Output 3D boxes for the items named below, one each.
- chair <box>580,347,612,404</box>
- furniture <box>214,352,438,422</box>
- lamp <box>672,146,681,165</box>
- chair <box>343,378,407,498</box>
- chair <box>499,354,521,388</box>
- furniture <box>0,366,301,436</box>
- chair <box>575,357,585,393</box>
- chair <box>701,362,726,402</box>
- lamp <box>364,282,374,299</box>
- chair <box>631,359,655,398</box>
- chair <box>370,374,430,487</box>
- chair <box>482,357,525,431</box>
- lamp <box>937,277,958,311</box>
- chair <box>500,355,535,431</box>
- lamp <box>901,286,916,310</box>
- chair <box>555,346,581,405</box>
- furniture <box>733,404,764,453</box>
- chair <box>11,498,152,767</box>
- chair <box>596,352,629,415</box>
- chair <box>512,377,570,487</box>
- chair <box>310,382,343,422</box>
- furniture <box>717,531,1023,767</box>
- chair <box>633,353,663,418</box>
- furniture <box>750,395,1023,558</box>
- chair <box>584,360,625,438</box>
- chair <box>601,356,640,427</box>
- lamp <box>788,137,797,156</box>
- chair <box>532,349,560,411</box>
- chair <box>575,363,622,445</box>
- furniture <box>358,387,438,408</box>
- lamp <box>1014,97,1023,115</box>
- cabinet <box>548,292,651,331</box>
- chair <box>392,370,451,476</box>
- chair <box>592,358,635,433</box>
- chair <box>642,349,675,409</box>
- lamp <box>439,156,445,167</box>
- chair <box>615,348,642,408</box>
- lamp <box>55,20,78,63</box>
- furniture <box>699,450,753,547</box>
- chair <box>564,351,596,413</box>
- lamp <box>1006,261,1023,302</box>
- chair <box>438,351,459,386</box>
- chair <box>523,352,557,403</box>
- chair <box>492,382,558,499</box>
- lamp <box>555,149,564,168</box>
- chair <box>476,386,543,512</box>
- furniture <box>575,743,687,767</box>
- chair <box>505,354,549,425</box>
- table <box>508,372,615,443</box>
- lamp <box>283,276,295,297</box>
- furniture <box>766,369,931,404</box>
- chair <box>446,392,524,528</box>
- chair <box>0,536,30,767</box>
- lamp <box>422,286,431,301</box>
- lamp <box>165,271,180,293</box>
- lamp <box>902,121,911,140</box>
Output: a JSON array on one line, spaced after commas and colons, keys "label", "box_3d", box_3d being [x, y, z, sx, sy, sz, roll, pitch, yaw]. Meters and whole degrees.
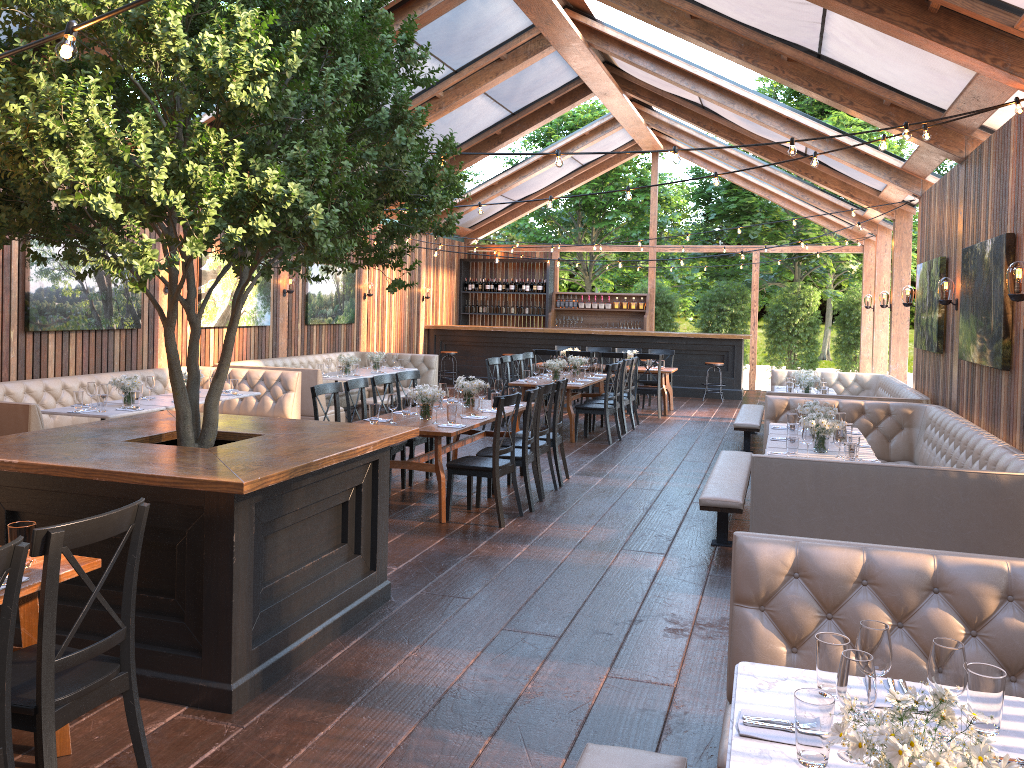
[{"label": "chair", "box_3d": [1.511, -0.143, 15.901, 0.478, 1.018, 0.540, 2, 2, 17]}, {"label": "furniture", "box_3d": [-2.687, 0.041, 13.536, 1.710, 0.857, 4.168, 3, 5, 17]}, {"label": "lamp", "box_3d": [1.070, -1.484, 5.736, 0.056, 0.120, 0.056, 1, 2, -17]}, {"label": "chair", "box_3d": [-1.261, 0.475, 8.089, 0.540, 1.018, 0.478, 2, 2, 12]}, {"label": "chair", "box_3d": [-0.030, -0.247, 18.263, 0.468, 0.734, 0.469, 1, 2, 0]}, {"label": "furniture", "box_3d": [-4.018, 0.388, 9.213, 1.710, 0.857, 4.168, 3, 5, 17]}, {"label": "chair", "box_3d": [1.277, -0.179, 17.862, 0.468, 0.734, 0.469, 1, 2, -8]}, {"label": "chair", "box_3d": [3.891, -0.044, 17.058, 0.468, 0.734, 0.469, 2, 2, 4]}, {"label": "lamp", "box_3d": [-2.635, -1.721, 16.322, 0.178, 0.319, 0.146, 2, 2, 17]}, {"label": "chair", "box_3d": [2.584, -0.112, 17.460, 0.469, 0.734, 0.468, 3, 3, 41]}, {"label": "chair", "box_3d": [-1.096, 0.432, 8.624, 0.540, 1.018, 0.478, 2, 2, 17]}, {"label": "chair", "box_3d": [-0.091, 0.170, 11.889, 0.540, 1.018, 0.478, 2, 2, 17]}, {"label": "lamp", "box_3d": [4.177, -0.866, 8.490, 0.178, 0.319, 0.146, 2, 2, 17]}, {"label": "chair", "box_3d": [0.074, 0.127, 12.425, 0.540, 1.018, 0.478, 2, 2, 12]}, {"label": "lamp", "box_3d": [4.982, -1.076, 11.103, 0.178, 0.319, 0.146, 2, 2, 17]}, {"label": "chair", "box_3d": [0.976, -0.171, 16.065, 0.477, 1.018, 0.540, 2, 2, 12]}, {"label": "furniture", "box_3d": [3.155, 0.573, 11.737, 0.313, 0.398, 2.334, 2, 5, 17]}, {"label": "chair", "box_3d": [-1.549, 0.918, 2.955, 0.540, 1.018, 0.478, 2, 2, 17]}, {"label": "chair", "box_3d": [1.675, -0.019, 14.531, 0.478, 1.018, 0.540, 2, 2, 17]}, {"label": "chair", "box_3d": [0.290, 0.452, 8.784, 0.540, 1.018, 0.478, 2, 2, 12]}, {"label": "chair", "box_3d": [-1.426, 0.518, 7.553, 0.540, 1.018, 0.478, 2, 2, 17]}, {"label": "furniture", "box_3d": [1.079, 1.207, 1.312, 1.710, 0.857, 4.168, 3, 5, 17]}, {"label": "chair", "box_3d": [2.210, 0.008, 14.367, 0.477, 1.018, 0.540, 2, 2, 12]}, {"label": "furniture", "box_3d": [2.860, 0.743, 7.094, 1.710, 0.857, 4.168, 3, 5, 17]}, {"label": "chair", "box_3d": [1.264, 0.187, 12.073, 0.540, 1.018, 0.478, 2, 2, 14]}, {"label": "chair", "box_3d": [1.608, 0.103, 13.125, 0.540, 1.018, 0.478, 2, 2, 17]}, {"label": "lamp", "box_3d": [1.828, -1.547, 5.772, 0.062, 0.119, 0.056, 0, 2, -31]}, {"label": "chair", "box_3d": [0.604, -0.074, 14.860, 0.478, 1.018, 0.540, 2, 2, 17]}, {"label": "chair", "box_3d": [1.124, 0.232, 11.522, 0.540, 1.018, 0.478, 2, 2, 25]}, {"label": "furniture", "box_3d": [-1.633, 0.326, 13.209, 0.313, 0.398, 2.334, 2, 5, 17]}, {"label": "lamp", "box_3d": [3.328, -1.824, 5.800, 0.061, 0.119, 0.056, 0, 2, -38]}, {"label": "cabinet", "box_3d": [1.984, -1.058, 20.327, 2.276, 2.090, 0.494, 2, 2, 17]}, {"label": "chair", "box_3d": [-0.931, 0.389, 9.159, 0.540, 1.018, 0.478, 2, 2, 22]}, {"label": "chair", "box_3d": [1.450, 0.146, 12.588, 0.540, 1.018, 0.478, 2, 2, 23]}, {"label": "chair", "box_3d": [2.581, -0.088, 15.571, 0.478, 1.018, 0.540, 2, 2, 22]}, {"label": "lamp", "box_3d": [-0.456, -1.461, 5.724, 0.056, 0.121, 0.056, 1, 2, -2]}, {"label": "chair", "box_3d": [2.046, -0.116, 15.736, 0.477, 1.018, 0.540, 2, 2, 12]}, {"label": "lamp", "box_3d": [-1.189, -0.920, 2.367, 0.060, 0.119, 0.056, 0, 2, -36]}, {"label": "furniture", "box_3d": [1.825, 0.920, 7.418, 0.313, 0.398, 2.334, 2, 5, 17]}, {"label": "chair", "box_3d": [1.139, -0.047, 14.696, 0.477, 1.018, 0.540, 2, 2, 12]}, {"label": "lamp", "box_3d": [3.362, -0.654, 5.844, 0.178, 0.319, 0.146, 2, 2, 17]}, {"label": "chair", "box_3d": [-1.337, -0.314, 18.665, 0.468, 0.734, 0.468, 2, 3, 24]}, {"label": "chair", "box_3d": [0.404, 0.041, 13.495, 0.540, 1.018, 0.478, 2, 2, 17]}, {"label": "chair", "box_3d": [0.125, 0.495, 8.249, 0.540, 1.018, 0.478, 2, 2, 20]}, {"label": "lamp", "box_3d": [0.307, -1.459, 5.718, 0.056, 0.120, 0.056, 2, 2, 4]}, {"label": "chair", "box_3d": [-0.017, 0.539, 7.706, 0.540, 1.018, 0.478, 2, 2, 12]}, {"label": "furniture", "box_3d": [0.038, 1.386, 1.613, 0.313, 0.398, 2.334, 2, 5, 17]}, {"label": "chair", "box_3d": [0.239, 0.084, 12.960, 0.540, 1.018, 0.478, 2, 2, 22]}, {"label": "table", "box_3d": [0.753, 0.281, 12.509, 0.951, 0.728, 2.437, 3, 5, 17]}, {"label": "lamp", "box_3d": [-3.444, -1.510, 13.694, 0.178, 0.319, 0.146, 2, 2, 17]}, {"label": "furniture", "box_3d": [4.194, 0.395, 11.426, 1.710, 0.857, 4.168, 3, 5, 17]}, {"label": "chair", "box_3d": [-0.216, 0.580, 7.182, 0.540, 1.018, 0.478, 2, 2, 22]}, {"label": "chair", "box_3d": [-1.668, 0.964, 2.405, 0.540, 1.018, 0.478, 2, 2, 12]}, {"label": "lamp", "box_3d": [-1.822, -1.933, 18.960, 0.178, 0.319, 0.146, 2, 2, 17]}, {"label": "lamp", "box_3d": [-4.248, -1.300, 11.081, 0.178, 0.319, 0.146, 2, 2, 17]}, {"label": "lamp", "box_3d": [2.582, -1.657, 5.792, 0.065, 0.118, 0.056, 0, 2, -24]}]
